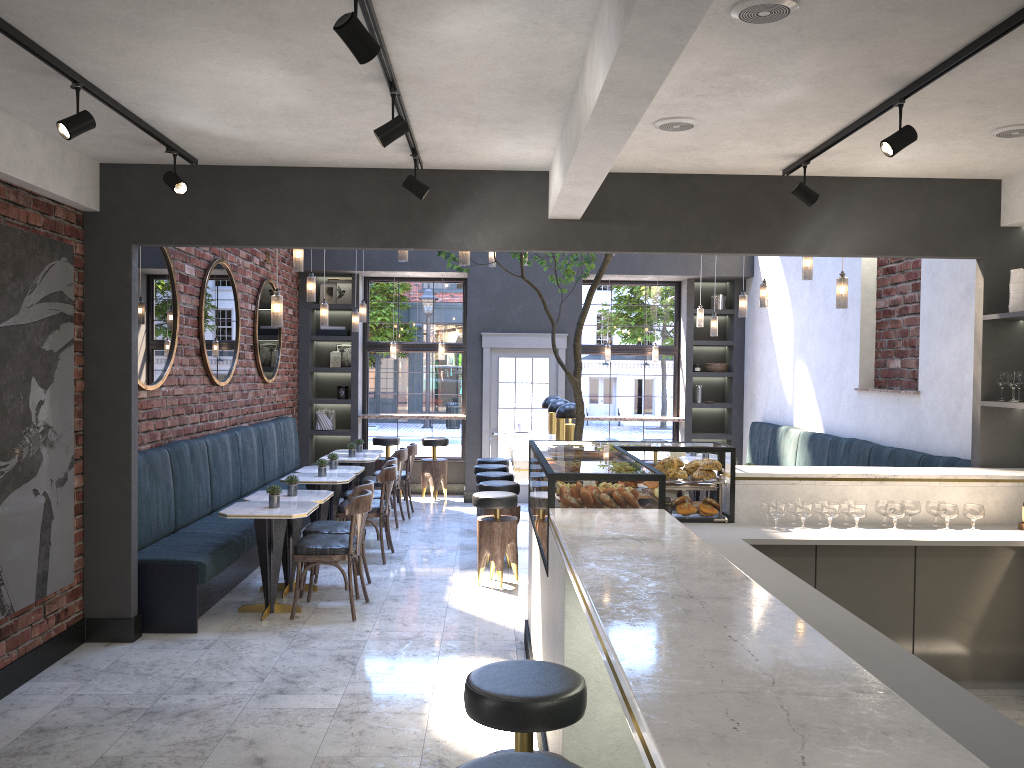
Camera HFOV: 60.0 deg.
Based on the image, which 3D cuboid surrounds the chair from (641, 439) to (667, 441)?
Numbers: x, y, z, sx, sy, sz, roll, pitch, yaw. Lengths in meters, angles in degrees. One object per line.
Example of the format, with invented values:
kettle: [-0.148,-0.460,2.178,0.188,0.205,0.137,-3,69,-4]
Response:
chair: [1.907,1.166,11.925,0.372,0.821,0.370,0,2,-39]

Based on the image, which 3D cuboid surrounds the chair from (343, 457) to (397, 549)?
chair: [-1.398,1.161,8.750,0.521,0.851,0.538,0,1,-8]

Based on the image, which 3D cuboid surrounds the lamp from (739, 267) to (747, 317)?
lamp: [2.318,-2.716,8.758,0.078,4.106,0.078,-1,2,-39]

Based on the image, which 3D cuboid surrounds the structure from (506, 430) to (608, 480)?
structure: [0.468,1.088,8.576,0.990,1.050,3.489,1,1,-2]

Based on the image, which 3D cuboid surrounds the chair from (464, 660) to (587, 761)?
chair: [0.035,1.294,2.684,0.372,0.821,0.370,0,2,-39]

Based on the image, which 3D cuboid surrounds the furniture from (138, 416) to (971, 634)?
furniture: [0.227,1.036,8.501,6.021,1.151,5.339,1,1,-2]

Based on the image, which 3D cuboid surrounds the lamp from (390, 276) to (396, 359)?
lamp: [-1.607,-1.053,12.037,0.078,1.429,0.078,1,2,28]

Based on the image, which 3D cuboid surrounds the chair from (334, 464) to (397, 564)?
chair: [-1.318,1.172,8.121,0.521,0.851,0.538,1,1,0]

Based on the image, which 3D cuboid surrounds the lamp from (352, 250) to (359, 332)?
lamp: [-1.715,-2.635,9.803,0.078,4.106,0.078,0,2,-17]

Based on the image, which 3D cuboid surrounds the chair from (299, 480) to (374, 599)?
chair: [-1.345,1.191,6.918,0.521,0.851,0.538,1,1,0]

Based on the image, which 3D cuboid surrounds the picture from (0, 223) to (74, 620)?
picture: [-2.610,0.207,3.922,0.033,2.028,2.820,1,1,-2]

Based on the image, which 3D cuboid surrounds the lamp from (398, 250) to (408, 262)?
lamp: [-0.843,-3.032,7.010,0.078,4.106,0.078,1,2,28]

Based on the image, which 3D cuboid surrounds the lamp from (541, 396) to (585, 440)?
lamp: [-0.049,-1.014,4.947,4.182,3.257,8.833,0,1,-18]

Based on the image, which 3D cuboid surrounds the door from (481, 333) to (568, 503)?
door: [0.149,0.451,11.598,1.132,2.219,0.152,1,1,-2]

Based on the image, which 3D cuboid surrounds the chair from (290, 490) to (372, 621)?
chair: [-1.269,1.201,6.342,0.521,0.851,0.538,1,1,0]

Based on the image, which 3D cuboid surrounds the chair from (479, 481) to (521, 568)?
chair: [-0.116,1.249,7.920,0.372,0.737,0.370,1,2,26]

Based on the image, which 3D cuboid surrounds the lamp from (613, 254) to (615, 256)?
lamp: [1.132,-3.490,9.858,0.078,4.106,0.078,0,2,-17]

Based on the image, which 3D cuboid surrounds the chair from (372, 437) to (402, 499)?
chair: [-1.680,1.124,11.849,0.370,0.821,0.372,0,2,-39]

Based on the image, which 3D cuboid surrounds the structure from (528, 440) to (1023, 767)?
structure: [1.781,1.073,2.797,3.205,1.300,5.804,1,1,-2]

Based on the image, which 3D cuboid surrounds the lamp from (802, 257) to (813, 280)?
lamp: [2.369,-2.879,6.987,0.078,4.106,0.078,0,2,-17]

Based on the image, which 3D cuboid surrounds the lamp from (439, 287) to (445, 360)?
lamp: [-0.950,-1.045,12.055,0.078,1.429,0.078,-1,2,-39]

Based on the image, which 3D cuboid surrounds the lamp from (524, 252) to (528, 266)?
lamp: [0.170,-3.449,10.406,0.078,4.106,0.078,0,2,-17]

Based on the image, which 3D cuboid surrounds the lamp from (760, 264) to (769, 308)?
lamp: [2.337,-2.752,8.085,0.078,4.106,0.078,-1,2,-39]

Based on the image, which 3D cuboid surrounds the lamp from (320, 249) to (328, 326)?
lamp: [-1.813,-2.617,8.620,0.078,4.106,0.078,1,1,6]

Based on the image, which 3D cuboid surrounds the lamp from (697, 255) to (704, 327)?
lamp: [2.270,-2.733,10.533,0.078,4.106,0.078,0,2,-17]

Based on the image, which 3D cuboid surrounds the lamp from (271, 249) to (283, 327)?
lamp: [-1.617,-2.450,6.138,0.078,4.106,0.078,0,2,-17]

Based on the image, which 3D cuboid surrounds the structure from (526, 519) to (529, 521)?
structure: [0.463,1.508,8.587,0.496,0.210,3.497,1,1,-2]

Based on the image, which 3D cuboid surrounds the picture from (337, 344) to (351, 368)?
picture: [-2.298,-0.384,12.226,0.247,0.326,0.044,1,1,-1]

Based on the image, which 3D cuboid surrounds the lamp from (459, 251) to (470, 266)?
lamp: [-0.310,-2.885,6.162,0.078,4.106,0.078,1,2,28]

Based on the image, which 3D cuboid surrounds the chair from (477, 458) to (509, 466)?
chair: [-0.217,1.213,10.020,0.372,0.737,0.370,2,2,42]

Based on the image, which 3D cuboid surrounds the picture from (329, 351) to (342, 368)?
picture: [-2.427,-0.335,12.199,0.161,0.227,0.049,1,1,-1]

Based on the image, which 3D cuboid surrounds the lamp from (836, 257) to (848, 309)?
lamp: [2.384,-2.593,6.295,0.078,4.106,0.078,0,2,-17]

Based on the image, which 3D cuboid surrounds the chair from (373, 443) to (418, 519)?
chair: [-1.380,1.133,10.479,0.521,0.851,0.497,1,1,-3]

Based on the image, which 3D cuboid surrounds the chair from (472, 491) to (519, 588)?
chair: [-0.141,1.260,7.216,0.372,0.737,0.370,2,2,42]

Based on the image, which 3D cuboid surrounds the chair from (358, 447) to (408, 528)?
chair: [-1.433,1.142,9.898,0.521,0.851,0.538,1,1,0]

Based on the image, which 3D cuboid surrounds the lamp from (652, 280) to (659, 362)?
lamp: [1.974,-1.012,12.135,0.078,1.429,0.078,1,2,28]

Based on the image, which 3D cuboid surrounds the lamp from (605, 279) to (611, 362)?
lamp: [1.317,-1.019,12.117,0.078,1.429,0.078,-1,2,-39]

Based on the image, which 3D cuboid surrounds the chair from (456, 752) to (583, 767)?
chair: [0.017,1.305,1.998,0.370,0.821,0.372,1,1,8]

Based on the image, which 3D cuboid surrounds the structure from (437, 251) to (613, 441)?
structure: [0.552,-1.360,7.539,3.743,5.990,2.806,2,2,42]

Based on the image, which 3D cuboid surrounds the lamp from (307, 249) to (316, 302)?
lamp: [-1.793,-2.799,7.972,0.078,4.106,0.078,1,1,6]

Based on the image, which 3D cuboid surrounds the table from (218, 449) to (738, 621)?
table: [0.224,1.237,8.462,4.599,0.751,4.829,1,1,-2]

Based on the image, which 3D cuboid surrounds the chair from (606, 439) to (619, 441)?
chair: [1.261,1.158,11.930,0.370,0.821,0.372,0,2,-39]

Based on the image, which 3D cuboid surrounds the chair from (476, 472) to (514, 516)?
chair: [-0.169,1.237,8.618,0.372,0.737,0.370,2,2,42]

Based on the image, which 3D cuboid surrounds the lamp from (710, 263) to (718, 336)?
lamp: [2.286,-2.588,9.872,0.078,4.106,0.078,0,2,-17]

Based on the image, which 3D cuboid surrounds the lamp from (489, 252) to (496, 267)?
lamp: [-0.194,-3.351,9.771,0.078,4.106,0.078,0,2,-17]

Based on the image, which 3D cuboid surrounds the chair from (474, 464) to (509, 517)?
chair: [-0.218,1.225,9.310,0.370,0.737,0.372,0,1,-11]

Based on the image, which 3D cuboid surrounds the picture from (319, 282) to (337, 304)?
picture: [-2.519,-1.236,12.154,0.230,0.313,0.061,1,1,-2]

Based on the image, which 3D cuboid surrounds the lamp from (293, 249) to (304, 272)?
lamp: [-1.630,-2.924,6.810,0.078,4.106,0.078,0,2,-17]

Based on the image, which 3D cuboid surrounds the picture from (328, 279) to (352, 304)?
picture: [-2.354,-1.259,12.192,0.361,0.369,0.055,1,1,-2]

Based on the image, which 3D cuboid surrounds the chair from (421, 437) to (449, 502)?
chair: [-1.033,1.132,11.844,0.372,0.821,0.370,0,2,-39]
